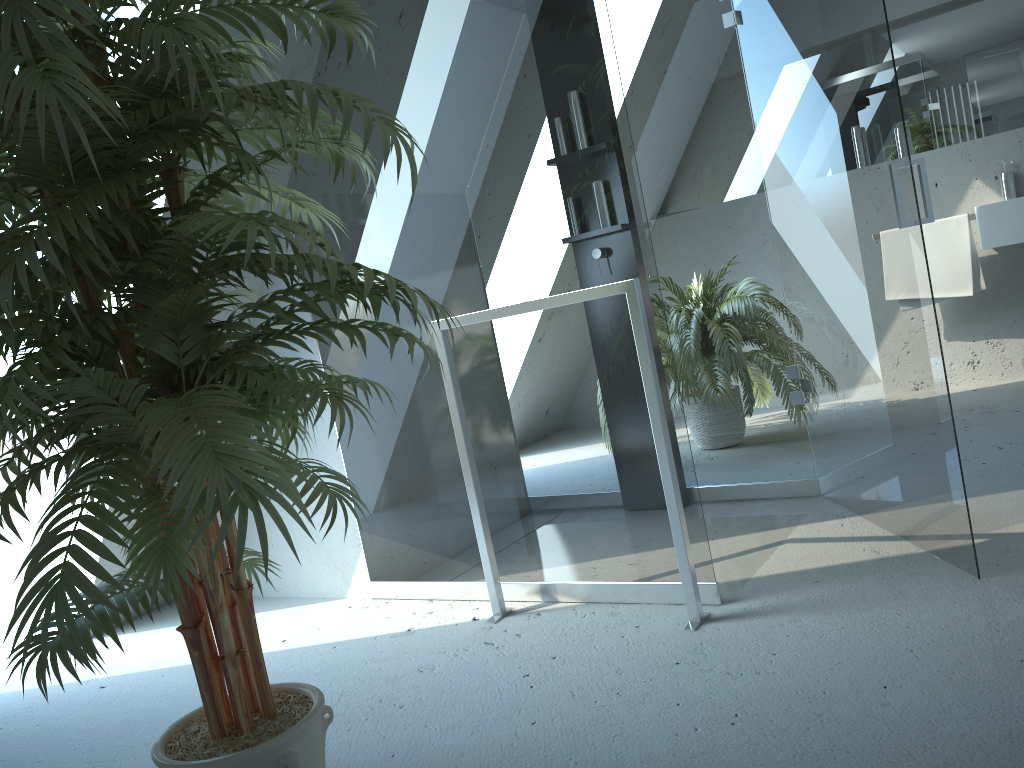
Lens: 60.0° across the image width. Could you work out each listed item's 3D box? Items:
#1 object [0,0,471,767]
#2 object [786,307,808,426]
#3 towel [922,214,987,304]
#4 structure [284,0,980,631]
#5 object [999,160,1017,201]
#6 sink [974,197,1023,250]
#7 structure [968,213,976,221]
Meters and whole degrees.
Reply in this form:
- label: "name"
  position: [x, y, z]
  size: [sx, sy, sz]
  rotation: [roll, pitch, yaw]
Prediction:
- label: "object"
  position: [-0.621, -0.173, 1.445]
  size: [1.020, 2.034, 0.980]
  rotation: [-12, 4, -7]
- label: "object"
  position: [0.955, -0.140, 4.292]
  size: [1.132, 0.893, 1.112]
  rotation: [-11, 5, 12]
- label: "towel"
  position: [2.100, -0.598, 4.453]
  size: [0.455, 0.429, 0.063]
  rotation: [-8, 5, 35]
- label: "structure"
  position: [0.298, -0.501, 2.720]
  size: [1.835, 2.114, 1.184]
  rotation: [-9, 5, 34]
- label: "object"
  position: [2.421, -0.994, 4.334]
  size: [0.061, 0.193, 0.076]
  rotation: [-10, 5, 23]
- label: "sink"
  position: [2.613, -0.788, 4.081]
  size: [0.800, 0.526, 0.429]
  rotation: [-9, 5, 34]
- label: "structure"
  position: [2.111, -0.801, 4.512]
  size: [0.480, 0.030, 0.206]
  rotation: [-9, 5, 34]
